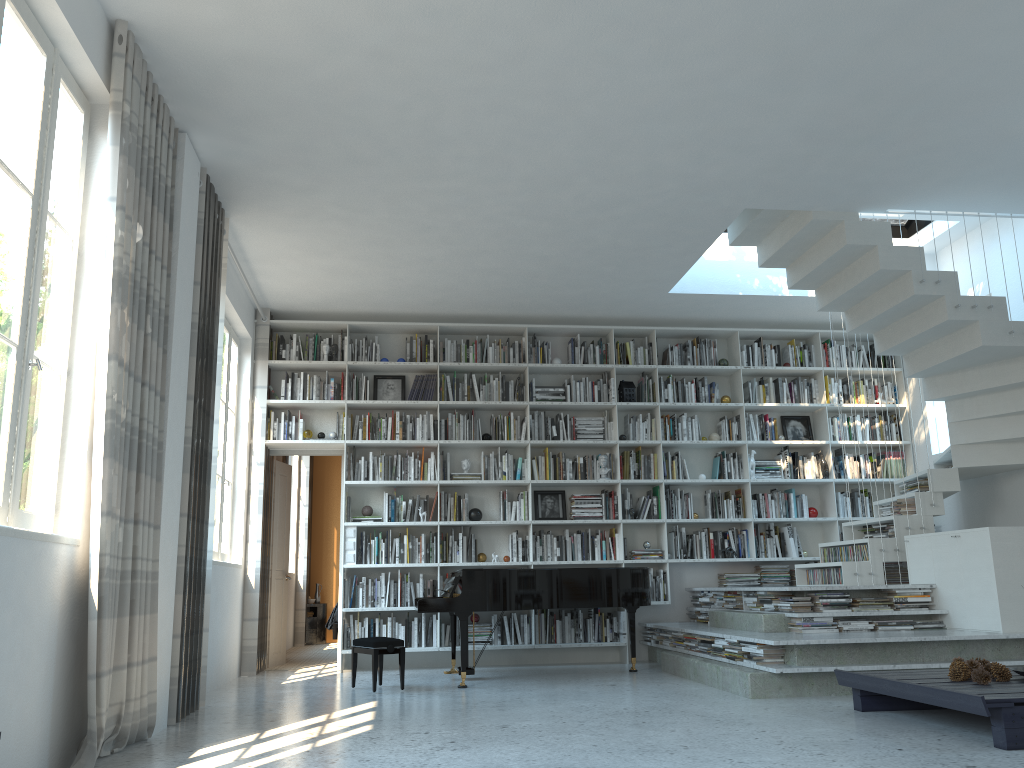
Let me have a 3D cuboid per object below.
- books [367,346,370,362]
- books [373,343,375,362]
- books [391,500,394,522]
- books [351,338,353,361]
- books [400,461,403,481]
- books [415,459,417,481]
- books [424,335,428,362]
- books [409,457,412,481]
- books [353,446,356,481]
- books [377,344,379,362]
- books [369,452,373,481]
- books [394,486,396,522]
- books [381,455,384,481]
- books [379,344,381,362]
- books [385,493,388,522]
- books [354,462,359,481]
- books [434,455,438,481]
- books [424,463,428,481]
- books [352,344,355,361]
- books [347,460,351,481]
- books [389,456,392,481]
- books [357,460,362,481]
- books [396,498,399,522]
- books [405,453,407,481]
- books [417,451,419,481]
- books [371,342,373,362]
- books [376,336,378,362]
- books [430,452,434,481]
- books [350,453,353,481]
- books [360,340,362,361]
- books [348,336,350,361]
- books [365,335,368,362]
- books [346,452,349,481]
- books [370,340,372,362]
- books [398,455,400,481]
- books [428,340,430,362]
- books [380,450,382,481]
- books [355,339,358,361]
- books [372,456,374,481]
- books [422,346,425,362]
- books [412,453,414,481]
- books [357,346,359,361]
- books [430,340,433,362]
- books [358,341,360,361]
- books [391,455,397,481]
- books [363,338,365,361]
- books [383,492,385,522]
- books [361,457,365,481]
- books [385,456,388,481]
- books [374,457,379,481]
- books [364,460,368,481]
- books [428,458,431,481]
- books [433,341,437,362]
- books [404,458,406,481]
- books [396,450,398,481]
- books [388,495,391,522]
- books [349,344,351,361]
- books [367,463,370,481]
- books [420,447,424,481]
[{"bbox_3d":[-1.356,-0.249,8.390,0.026,0.182,0.162,0,-13,-7],"label":"books"},{"bbox_3d":[-1.306,-0.266,8.389,0.021,0.213,0.173,0,-13,-7],"label":"books"},{"bbox_3d":[-1.088,1.168,8.088,0.029,0.207,0.190,0,-13,-7],"label":"books"},{"bbox_3d":[-1.514,-0.286,8.386,0.007,0.258,0.157,0,-13,-7],"label":"books"},{"bbox_3d":[-1.024,0.819,8.206,0.021,0.204,0.130,0,-13,-7],"label":"books"},{"bbox_3d":[-0.890,0.813,8.227,0.021,0.220,0.149,0,-13,-7],"label":"books"},{"bbox_3d":[-0.820,-0.302,8.459,0.025,0.296,0.164,0,-13,-7],"label":"books"},{"bbox_3d":[-0.942,0.805,8.233,0.028,0.242,0.132,0,-13,-7],"label":"books"},{"bbox_3d":[-1.448,0.747,8.140,0.012,0.333,0.185,0,-13,-7],"label":"books"},{"bbox_3d":[-1.269,-0.256,8.407,0.014,0.201,0.171,0,-13,-7],"label":"books"},{"bbox_3d":[-1.299,0.778,8.173,0.023,0.280,0.174,0,-13,-7],"label":"books"},{"bbox_3d":[-1.073,1.113,8.137,0.011,0.335,0.153,0,-12,-7],"label":"books"},{"bbox_3d":[-1.190,0.792,8.170,0.021,0.247,0.189,0,-13,-7],"label":"books"},{"bbox_3d":[-1.257,-0.258,8.419,0.013,0.209,0.137,0,-13,-7],"label":"books"},{"bbox_3d":[-1.148,1.141,8.108,0.024,0.272,0.150,0,-13,-7],"label":"books"},{"bbox_3d":[-1.423,0.822,8.133,0.037,0.181,0.189,0,-13,-7],"label":"books"},{"bbox_3d":[-0.712,0.797,8.253,0.036,0.257,0.123,0,-13,-7],"label":"books"},{"bbox_3d":[-0.801,0.831,8.228,0.030,0.183,0.152,0,-13,-7],"label":"books"},{"bbox_3d":[-1.494,-0.262,8.383,0.032,0.209,0.158,0,-13,-7],"label":"books"},{"bbox_3d":[-1.492,0.811,8.141,0.026,0.209,0.155,0,-13,-7],"label":"books"},{"bbox_3d":[-1.125,0.798,8.187,0.023,0.242,0.185,0,-13,-7],"label":"books"},{"bbox_3d":[-1.402,0.813,8.157,0.042,0.208,0.143,0,-13,-7],"label":"books"},{"bbox_3d":[-1.052,1.166,8.134,0.030,0.231,0.148,0,-13,-7],"label":"books"},{"bbox_3d":[-0.981,0.785,8.212,0.012,0.271,0.145,0,-13,-7],"label":"books"},{"bbox_3d":[-0.874,0.779,8.241,0.015,0.292,0.144,0,-13,-7],"label":"books"},{"bbox_3d":[-1.324,-0.267,8.394,0.013,0.219,0.181,0,-13,-7],"label":"books"},{"bbox_3d":[-1.286,-0.297,8.432,0.015,0.292,0.131,0,-12,-7],"label":"books"},{"bbox_3d":[-0.744,0.783,8.252,0.027,0.285,0.148,0,-13,-7],"label":"books"},{"bbox_3d":[-1.467,0.780,8.133,0.027,0.265,0.176,0,-13,-7],"label":"books"},{"bbox_3d":[-1.428,-0.278,8.389,0.016,0.242,0.156,0,-13,-7],"label":"books"},{"bbox_3d":[-1.538,-0.298,8.388,0.007,0.284,0.160,0,-13,-7],"label":"books"},{"bbox_3d":[-1.374,-0.300,8.380,0.015,0.279,0.191,0,-13,-7],"label":"books"},{"bbox_3d":[-1.512,0.776,8.155,0.012,0.284,0.160,0,-13,-7],"label":"books"},{"bbox_3d":[-1.338,-0.281,8.405,0.013,0.252,0.129,0,-13,-7],"label":"books"},{"bbox_3d":[-1.045,0.794,8.209,0.021,0.256,0.156,0,-13,-7],"label":"books"},{"bbox_3d":[-0.799,-0.279,8.481,0.022,0.260,0.152,0,-13,-7],"label":"books"},{"bbox_3d":[-1.208,0.772,8.180,0.011,0.292,0.184,0,-13,-7],"label":"books"},{"bbox_3d":[-1.472,-0.282,8.382,0.012,0.248,0.180,0,-13,-7],"label":"books"},{"bbox_3d":[-1.281,0.794,8.164,0.011,0.245,0.176,0,-13,-7],"label":"books"},{"bbox_3d":[-0.846,-0.248,8.455,0.027,0.190,0.178,0,-13,-7],"label":"books"},{"bbox_3d":[-0.918,0.783,8.212,0.015,0.274,0.157,0,-13,-7],"label":"books"},{"bbox_3d":[-1.458,-0.252,8.392,0.017,0.193,0.129,0,-13,-7],"label":"books"},{"bbox_3d":[-0.771,-0.278,8.471,0.031,0.253,0.178,0,-13,-7],"label":"books"},{"bbox_3d":[-1.441,-0.271,8.381,0.013,0.224,0.177,0,-13,-7],"label":"books"},{"bbox_3d":[-1.092,0.795,8.210,0.048,0.256,0.142,0,-13,-7],"label":"books"},{"bbox_3d":[-1.399,-0.288,8.391,0.016,0.260,0.154,0,-13,-7],"label":"books"},{"bbox_3d":[-1.166,1.135,8.109,0.012,0.284,0.160,0,-13,-7],"label":"books"},{"bbox_3d":[-1.368,0.797,8.148,0.022,0.235,0.177,0,-13,-7],"label":"books"},{"bbox_3d":[-1.157,0.798,8.174,0.024,0.236,0.167,0,-13,-7],"label":"books"},{"bbox_3d":[-1.254,0.801,8.190,0.049,0.242,0.139,0,-13,-7],"label":"books"},{"bbox_3d":[-1.342,0.810,8.138,0.028,0.203,0.188,0,-13,-7],"label":"books"},{"bbox_3d":[-0.772,0.812,8.237,0.031,0.223,0.145,0,-13,-7],"label":"books"},{"bbox_3d":[-0.737,-0.273,8.490,0.039,0.251,0.147,0,-13,-7],"label":"books"},{"bbox_3d":[-0.994,0.808,8.210,0.013,0.227,0.152,0,-13,-7],"label":"books"},{"bbox_3d":[-1.061,0.770,8.201,0.013,0.299,0.152,0,-13,-7],"label":"books"},{"bbox_3d":[-1.122,1.151,8.118,0.031,0.255,0.143,0,-13,-7],"label":"books"},{"bbox_3d":[-1.525,-0.260,8.373,0.017,0.203,0.142,0,-13,-7],"label":"books"},{"bbox_3d":[-1.323,0.828,8.182,0.021,0.187,0.129,0,-13,-7],"label":"books"},{"bbox_3d":[-0.835,0.761,8.236,0.035,0.325,0.170,0,-13,-7],"label":"books"}]
